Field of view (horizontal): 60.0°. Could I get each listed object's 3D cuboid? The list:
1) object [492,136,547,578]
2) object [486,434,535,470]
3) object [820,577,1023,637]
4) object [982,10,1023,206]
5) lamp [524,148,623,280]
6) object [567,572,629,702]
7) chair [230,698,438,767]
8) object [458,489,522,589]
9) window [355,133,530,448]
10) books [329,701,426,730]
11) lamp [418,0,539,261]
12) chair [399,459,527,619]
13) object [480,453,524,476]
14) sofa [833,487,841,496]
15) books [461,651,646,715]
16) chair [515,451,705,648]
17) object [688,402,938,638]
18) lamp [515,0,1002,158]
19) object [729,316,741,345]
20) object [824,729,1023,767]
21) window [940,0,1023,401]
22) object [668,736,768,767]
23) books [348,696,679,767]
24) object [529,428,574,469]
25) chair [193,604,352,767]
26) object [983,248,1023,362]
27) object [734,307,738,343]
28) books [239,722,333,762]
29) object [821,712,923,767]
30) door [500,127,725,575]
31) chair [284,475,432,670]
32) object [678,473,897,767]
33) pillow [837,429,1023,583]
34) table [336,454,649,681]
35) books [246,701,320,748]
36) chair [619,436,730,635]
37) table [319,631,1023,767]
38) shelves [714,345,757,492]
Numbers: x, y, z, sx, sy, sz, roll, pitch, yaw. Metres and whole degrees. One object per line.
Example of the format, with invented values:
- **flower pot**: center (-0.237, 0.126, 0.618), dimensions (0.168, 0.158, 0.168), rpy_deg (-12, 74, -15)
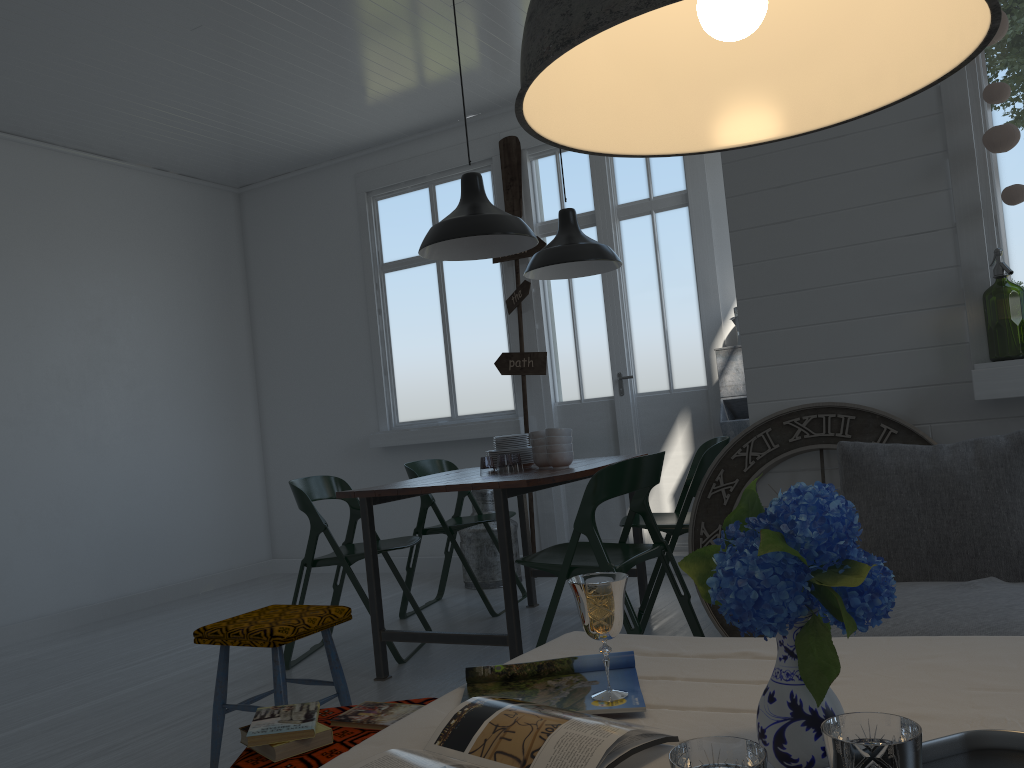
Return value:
- **object**: center (0.092, -0.253, 6.806), dimensions (0.361, 3.419, 0.413), rpy_deg (-5, -2, -28)
- **object**: center (0.002, 0.386, 5.009), dimensions (0.300, 0.195, 0.306), rpy_deg (-5, -2, -24)
- **object**: center (1.263, 0.781, 2.588), dimensions (1.683, 0.924, 1.213), rpy_deg (-5, -2, -20)
- **object**: center (1.745, -1.343, 3.247), dimensions (0.193, 1.404, 0.197), rpy_deg (-5, -2, -10)
- **lamp**: center (0.325, -1.487, 5.823), dimensions (0.650, 1.498, 0.651), rpy_deg (-5, -2, -16)
- **object**: center (0.148, 0.406, 1.425), dimensions (0.098, 0.191, 0.098), rpy_deg (-4, -2, -40)
- **chair**: center (-0.337, 1.024, 1.891), dimensions (0.419, 0.562, 0.419), rpy_deg (-6, -2, -1)
- **object**: center (-0.173, 1.139, 6.648), dimensions (0.451, 0.725, 0.451), rpy_deg (-6, -2, 9)
- **window**: center (-0.631, -0.724, 7.350), dimensions (1.483, 2.397, 0.254), rpy_deg (-7, -2, 29)
- **books**: center (-0.285, 0.729, 1.950), dimensions (0.189, 0.012, 0.133), rpy_deg (-7, -3, 27)
- **lamp**: center (-0.255, -1.474, 4.796), dimensions (0.650, 1.498, 0.650), rpy_deg (-7, -2, 26)
- **chair**: center (-0.351, 0.991, 5.869), dimensions (0.731, 1.006, 0.651), rpy_deg (-6, -2, 19)
- **object**: center (-0.052, 0.427, 4.739), dimensions (0.172, 0.098, 0.241), rpy_deg (-7, -3, 33)
- **sofa**: center (1.837, 0.649, 1.072), dimensions (3.397, 0.898, 3.406), rpy_deg (-7, -3, 29)
- **books**: center (0.062, 0.504, 1.476), dimensions (0.300, 0.043, 0.229), rpy_deg (-6, -3, 3)
- **chair**: center (0.416, 0.823, 3.860), dimensions (0.731, 1.006, 0.651), rpy_deg (-7, -2, 29)
- **object**: center (1.237, 0.641, 3.459), dimensions (1.112, 1.137, 0.584), rpy_deg (-6, -2, 15)
- **lamp**: center (0.200, -1.408, 1.193), dimensions (0.601, 2.043, 0.601), rpy_deg (-6, -2, 0)
- **object**: center (1.542, -0.360, 5.814), dimensions (0.206, 0.249, 0.130), rpy_deg (-6, -2, 20)
- **object**: center (0.406, 0.420, 0.839), dimensions (0.651, 0.092, 0.399), rpy_deg (-5, -3, -18)
- **window**: center (2.266, -1.211, 3.004), dimensions (1.483, 2.397, 0.254), rpy_deg (-7, -2, 29)
- **object**: center (0.206, 0.417, 0.863), dimensions (0.095, 0.119, 0.096), rpy_deg (-4, -2, -36)
- **books**: center (-0.025, 0.493, 1.178), dimensions (0.300, 0.049, 0.422), rpy_deg (-8, -4, 44)
- **object**: center (0.213, 0.342, 4.727), dimensions (0.149, 0.216, 0.309), rpy_deg (-5, -2, -28)
- **chair**: center (-0.855, 1.138, 3.276), dimensions (0.419, 0.562, 0.419), rpy_deg (-7, -2, 29)
- **object**: center (1.802, -0.292, 3.244), dimensions (0.136, 0.415, 0.136), rpy_deg (-7, -2, 26)
- **object**: center (1.614, -0.384, 5.978), dimensions (0.205, 0.290, 0.205), rpy_deg (-7, -2, 31)
- **books**: center (-0.474, 0.734, 1.854), dimensions (0.128, 0.030, 0.182), rpy_deg (-4, -3, -39)
- **object**: center (0.366, 0.403, 0.889), dimensions (0.096, 0.119, 0.095), rpy_deg (-6, -2, 14)
- **door**: center (0.759, -0.348, 6.572), dimensions (1.611, 3.479, 0.254), rpy_deg (-7, -2, 29)
- **chair**: center (-0.879, 1.002, 4.933), dimensions (0.730, 1.006, 0.651), rpy_deg (-6, -2, 9)
- **object**: center (0.355, 0.295, 1.109), dimensions (0.236, 0.376, 0.265), rpy_deg (-7, -2, 31)
- **pillow**: center (1.412, 0.430, 2.918), dimensions (0.639, 0.521, 0.278), rpy_deg (-7, -2, 29)
- **table**: center (0.030, 0.929, 4.839), dimensions (1.172, 0.929, 1.695), rpy_deg (-7, -3, 27)
- **books**: center (-0.475, 0.708, 1.859), dimensions (0.133, 0.022, 0.189), rpy_deg (-5, -3, -10)
- **chair**: center (0.959, 0.812, 4.824), dimensions (0.730, 1.006, 0.651), rpy_deg (-6, -2, 9)
- **table**: center (0.481, 0.824, 1.118), dimensions (1.672, 0.724, 1.327), rpy_deg (-7, -3, 31)
- **shelves**: center (1.699, 0.500, 5.674), dimensions (0.514, 1.514, 0.678), rpy_deg (-7, -2, 29)
